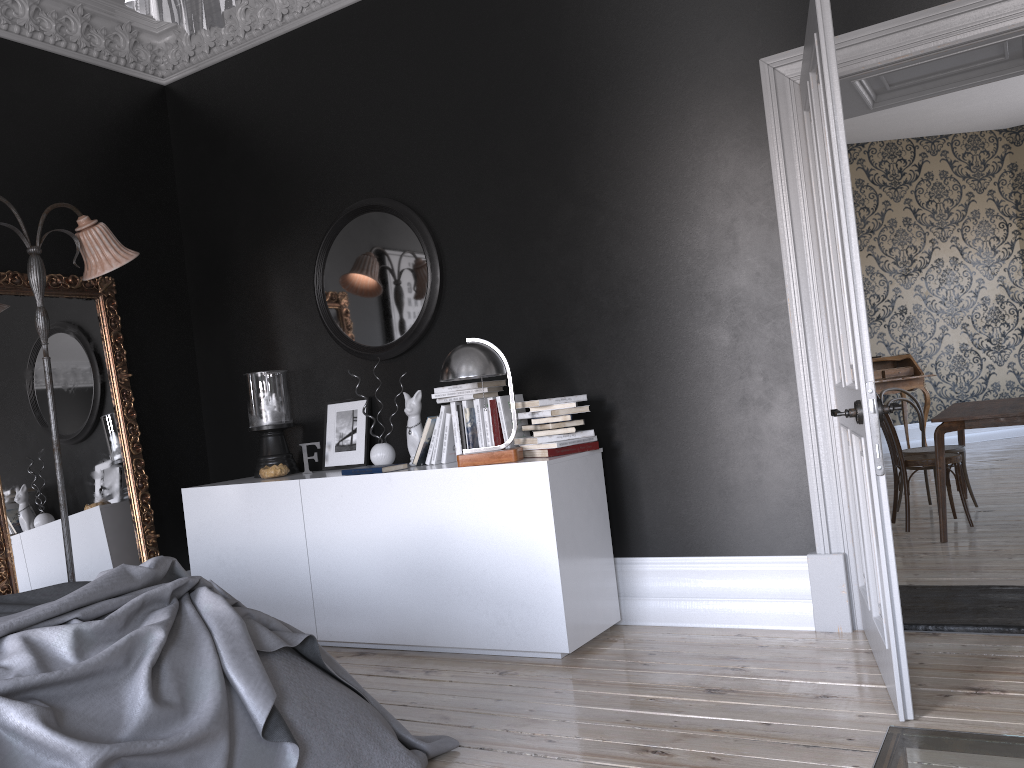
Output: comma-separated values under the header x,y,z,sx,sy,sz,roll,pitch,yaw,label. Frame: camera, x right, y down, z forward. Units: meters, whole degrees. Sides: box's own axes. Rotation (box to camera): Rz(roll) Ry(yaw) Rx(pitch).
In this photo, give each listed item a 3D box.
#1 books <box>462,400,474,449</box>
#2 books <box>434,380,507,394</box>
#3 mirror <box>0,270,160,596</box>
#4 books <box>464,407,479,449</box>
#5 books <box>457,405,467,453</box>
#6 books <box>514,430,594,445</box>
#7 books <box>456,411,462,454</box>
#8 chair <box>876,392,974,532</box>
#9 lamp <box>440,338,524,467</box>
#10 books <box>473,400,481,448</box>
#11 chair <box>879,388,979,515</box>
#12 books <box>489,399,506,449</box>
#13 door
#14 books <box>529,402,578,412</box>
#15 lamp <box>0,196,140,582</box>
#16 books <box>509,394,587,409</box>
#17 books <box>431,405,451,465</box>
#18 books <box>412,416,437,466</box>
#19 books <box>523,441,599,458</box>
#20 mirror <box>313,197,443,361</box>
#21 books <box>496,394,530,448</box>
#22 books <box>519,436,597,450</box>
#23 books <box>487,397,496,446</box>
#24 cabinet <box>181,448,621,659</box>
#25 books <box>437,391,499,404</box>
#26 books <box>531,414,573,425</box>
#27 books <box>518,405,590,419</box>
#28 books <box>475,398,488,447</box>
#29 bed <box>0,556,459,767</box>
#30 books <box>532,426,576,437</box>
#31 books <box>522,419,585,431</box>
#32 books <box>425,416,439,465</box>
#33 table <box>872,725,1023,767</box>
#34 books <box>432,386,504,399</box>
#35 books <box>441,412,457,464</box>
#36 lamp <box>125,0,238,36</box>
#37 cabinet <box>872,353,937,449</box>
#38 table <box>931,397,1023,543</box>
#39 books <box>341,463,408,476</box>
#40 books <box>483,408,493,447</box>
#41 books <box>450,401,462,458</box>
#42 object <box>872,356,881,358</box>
x,y,z,sx,sy,sz,roll,pitch,yaw,label
-0.166,0.231,4.502,0.024,0.307,0.220,-7,-1,31,books
-0.215,0.015,4.548,0.307,0.030,0.220,-8,-2,41,books
-2.473,0.447,4.917,0.254,2.192,0.990,-7,0,31,mirror
-0.162,0.250,4.455,0.029,0.270,0.204,-7,-1,31,books
-0.201,0.244,4.496,0.030,0.289,0.193,-7,-1,31,books
0.201,0.257,4.267,0.318,0.031,0.229,-6,-1,-29,books
-0.210,0.261,4.532,0.026,0.258,0.195,-7,-1,31,books
2.720,0.484,5.970,0.540,0.949,0.420,-7,0,11,chair
-0.155,0.078,4.139,0.341,0.590,0.328,-7,0,11,lamp
-0.108,0.225,4.499,0.030,0.307,0.221,-7,-1,31,books
3.059,0.470,6.558,0.438,0.923,0.551,-6,-1,-22,chair
-0.019,0.218,4.416,0.038,0.295,0.235,-7,-1,31,books
1.274,-0.120,3.319,0.216,2.374,1.097,-7,0,18,door
0.204,0.110,4.294,0.220,0.024,0.307,-7,-1,6,books
-2.223,0.288,4.324,0.985,2.411,0.773,-6,0,-26,lamp
0.175,0.086,4.263,0.306,0.030,0.221,-6,-2,-39,books
-0.320,0.256,4.595,0.127,0.296,0.220,-7,-1,31,books
-0.408,0.292,4.616,0.159,0.246,0.202,-7,-1,31,books
0.227,0.314,4.235,0.294,0.038,0.235,-6,-2,-32,books
-0.789,-0.596,5.063,0.925,0.924,0.061,-7,0,31,mirror
0.016,0.208,4.392,0.050,0.308,0.220,-7,-1,31,books
0.223,0.283,4.246,0.229,0.025,0.319,-8,-2,41,books
-0.036,0.215,4.456,0.030,0.307,0.221,-7,-1,31,books
-0.674,0.892,4.697,2.399,0.882,0.570,-7,-1,31,cabinet
-0.226,0.069,4.529,0.259,0.026,0.195,-8,-2,41,books
0.196,0.168,4.272,0.193,0.030,0.289,-7,-1,5,books
0.199,0.137,4.275,0.220,0.030,0.307,-6,-2,-29,books
-0.099,0.223,4.461,0.024,0.307,0.220,-7,-1,31,books
-2.180,0.805,2.454,3.286,1.298,2.764,-7,-1,19,bed
0.199,0.228,4.277,0.203,0.029,0.268,-7,-1,1,books
0.194,0.198,4.286,0.192,0.030,0.290,-6,-1,-28,books
-0.357,0.287,4.621,0.132,0.245,0.195,-7,-1,31,books
0.971,0.762,0.576,1.450,0.558,1.091,-7,-1,31,table
-0.224,0.044,4.524,0.307,0.024,0.220,-7,-1,21,books
-0.289,0.272,4.579,0.091,0.256,0.195,-7,-1,31,books
-0.658,-1.630,1.481,0.782,2.048,0.784,-7,0,-16,lamp
4.452,0.260,10.505,0.913,1.199,0.904,-7,-1,-4,cabinet
3.394,0.514,5.974,0.851,0.755,1.794,-7,-1,31,table
-0.692,0.430,4.476,0.290,0.030,0.192,-8,-2,37,books
-0.071,0.243,4.448,0.026,0.258,0.195,-7,-1,31,books
-0.228,0.240,4.571,0.030,0.307,0.221,-7,-1,31,books
4.235,-0.375,10.662,0.441,0.682,0.631,-7,-1,0,object
